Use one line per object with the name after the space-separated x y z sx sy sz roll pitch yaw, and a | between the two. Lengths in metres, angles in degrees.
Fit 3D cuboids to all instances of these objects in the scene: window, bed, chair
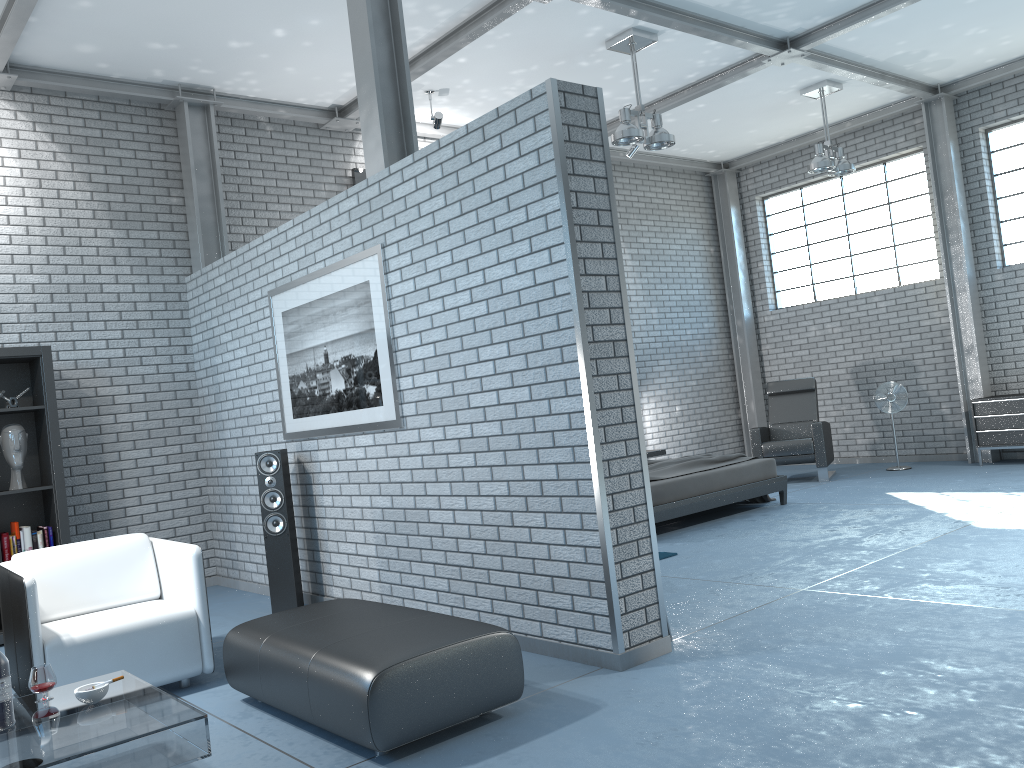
5.843 -2.070 8.590 0.100 1.500 2.200 -5 -2 -39 | window
1.066 0.920 8.241 2.290 0.674 2.261 -5 -2 -39 | bed
4.084 -1.803 10.753 0.100 1.500 2.200 -5 -2 -39 | window
3.093 0.502 9.797 0.763 1.099 0.940 -7 -2 26 | chair
-2.008 1.118 4.339 0.767 0.661 0.919 -5 -2 -37 | chair

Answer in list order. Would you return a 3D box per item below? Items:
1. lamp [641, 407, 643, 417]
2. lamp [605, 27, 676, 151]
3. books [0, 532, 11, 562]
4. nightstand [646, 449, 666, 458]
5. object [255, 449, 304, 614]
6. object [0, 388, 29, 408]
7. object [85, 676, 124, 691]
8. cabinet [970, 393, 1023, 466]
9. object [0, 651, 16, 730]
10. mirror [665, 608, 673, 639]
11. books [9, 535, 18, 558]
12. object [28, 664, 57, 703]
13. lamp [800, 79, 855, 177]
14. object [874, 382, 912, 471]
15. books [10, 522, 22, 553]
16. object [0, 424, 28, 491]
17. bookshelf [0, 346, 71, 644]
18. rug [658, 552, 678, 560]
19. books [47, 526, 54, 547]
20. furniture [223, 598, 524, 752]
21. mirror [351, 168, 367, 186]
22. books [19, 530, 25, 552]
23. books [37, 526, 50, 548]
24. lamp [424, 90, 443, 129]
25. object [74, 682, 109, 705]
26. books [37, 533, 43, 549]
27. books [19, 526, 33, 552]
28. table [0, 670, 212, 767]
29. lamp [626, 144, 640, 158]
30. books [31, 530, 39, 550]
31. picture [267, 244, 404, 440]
1.347 0.449 9.833 0.259 0.596 0.250 -6 -2 -31 | lamp
1.015 -2.368 7.163 0.639 0.872 0.300 -5 -2 -39 | lamp
-3.337 1.115 5.831 0.049 0.270 0.155 -5 -2 -39 | books
1.436 0.995 9.743 0.400 0.501 0.400 -5 -2 -39 | nightstand
-1.479 0.945 5.651 0.159 1.045 0.254 -7 -2 -4 | object
-3.373 0.097 5.980 0.072 0.147 0.322 -7 -2 22 | object
-1.404 1.049 3.057 0.024 0.052 0.128 -8 -2 44 | object
5.628 0.375 8.359 0.510 0.682 2.250 -5 -2 -39 | cabinet
-1.667 0.953 2.871 0.079 0.316 0.079 -6 -2 -7 | object
0.406 0.720 4.284 0.165 0.978 0.674 -5 -2 -39 | mirror
-3.297 1.123 5.852 0.038 0.244 0.171 -5 -2 -39 | books
-1.662 1.059 3.141 0.089 0.120 0.089 -7 -2 16 | object
3.169 -2.569 8.939 0.639 0.872 0.300 -5 -2 -39 | lamp
4.125 0.448 9.592 0.342 0.954 0.258 -7 -2 16 | object
-3.282 1.080 5.880 0.026 0.329 0.155 -5 -2 -39 | books
-3.338 0.489 5.963 0.156 0.443 0.156 -7 -2 4 | object
-3.870 0.780 5.509 1.930 1.920 0.419 -5 -2 -39 | bookshelf
0.149 1.307 6.634 0.886 0.012 2.060 -5 -2 -39 | rug
-3.129 1.099 6.002 0.027 0.263 0.155 -5 -2 -39 | books
-0.613 1.110 3.605 0.685 0.301 1.291 -5 -2 -39 | furniture
0.042 -0.368 9.199 3.400 3.500 0.050 -5 -2 -39 | mirror
-3.262 1.108 5.894 0.020 0.270 0.153 -5 -2 -39 | books
-3.155 1.098 5.981 0.038 0.270 0.155 -5 -2 -39 | books
-0.698 -2.430 7.869 0.137 0.311 0.166 -6 -2 -14 | lamp
-1.432 1.061 3.026 0.108 0.056 0.108 -5 -2 -43 | object
-3.177 1.121 5.961 0.026 0.229 0.155 -5 -2 -39 | books
-3.234 1.096 5.911 0.046 0.288 0.164 -5 -2 -39 | books
-1.557 1.249 2.812 0.900 0.300 0.900 -5 -2 -39 | table
1.275 -2.598 9.511 0.161 0.343 0.137 -7 -2 21 | lamp
-3.206 1.110 5.945 0.038 0.256 0.144 -5 -2 -39 | books
-1.120 -0.194 5.413 0.020 1.015 1.490 -5 -2 -39 | picture
